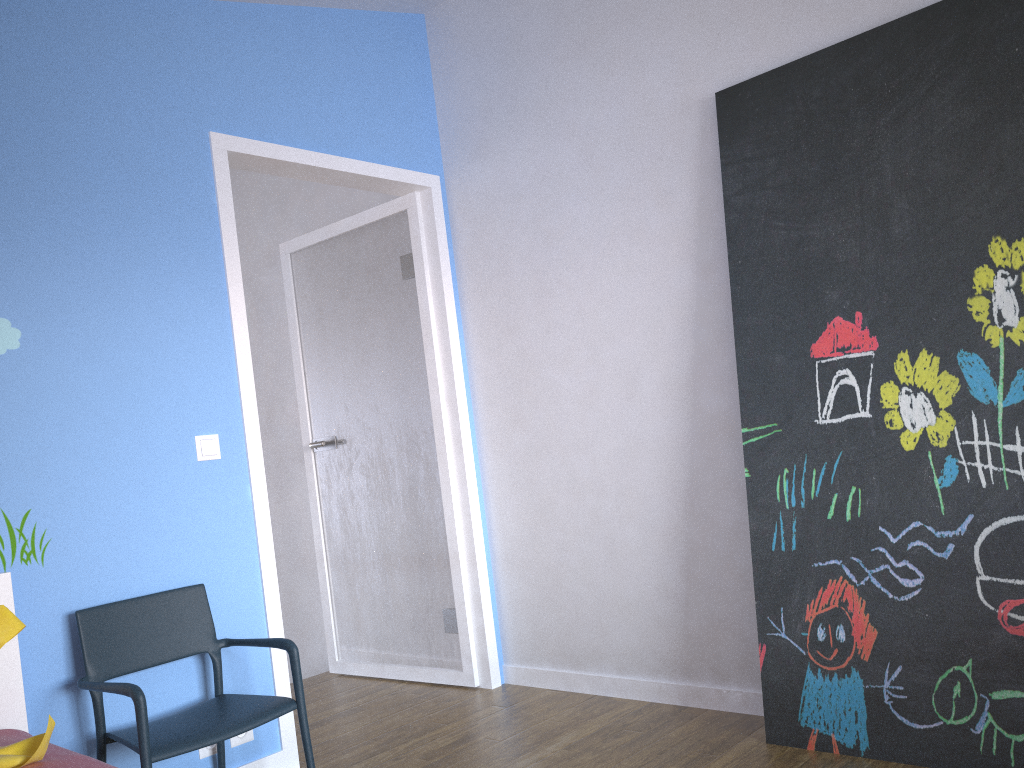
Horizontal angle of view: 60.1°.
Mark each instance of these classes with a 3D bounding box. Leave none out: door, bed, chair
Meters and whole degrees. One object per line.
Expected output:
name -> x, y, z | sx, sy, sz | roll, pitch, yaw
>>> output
door -> -0.884, 0.273, 3.624 | 1.002, 2.126, 1.030 | -8, -2, 42
bed -> -0.957, 0.760, 0.973 | 2.327, 0.810, 1.922 | -10, -5, 42
chair -> -0.892, 0.924, 2.448 | 0.418, 0.673, 0.511 | -8, -3, 39

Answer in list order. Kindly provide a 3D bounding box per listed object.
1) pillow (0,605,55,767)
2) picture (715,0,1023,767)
pillow -> -1.578, 0.569, 1.494 | 0.682, 0.531, 1.342 | -10, -5, 44
picture -> 1.055, 0.010, 2.412 | 0.962, 2.016, 0.207 | -8, -2, 42
